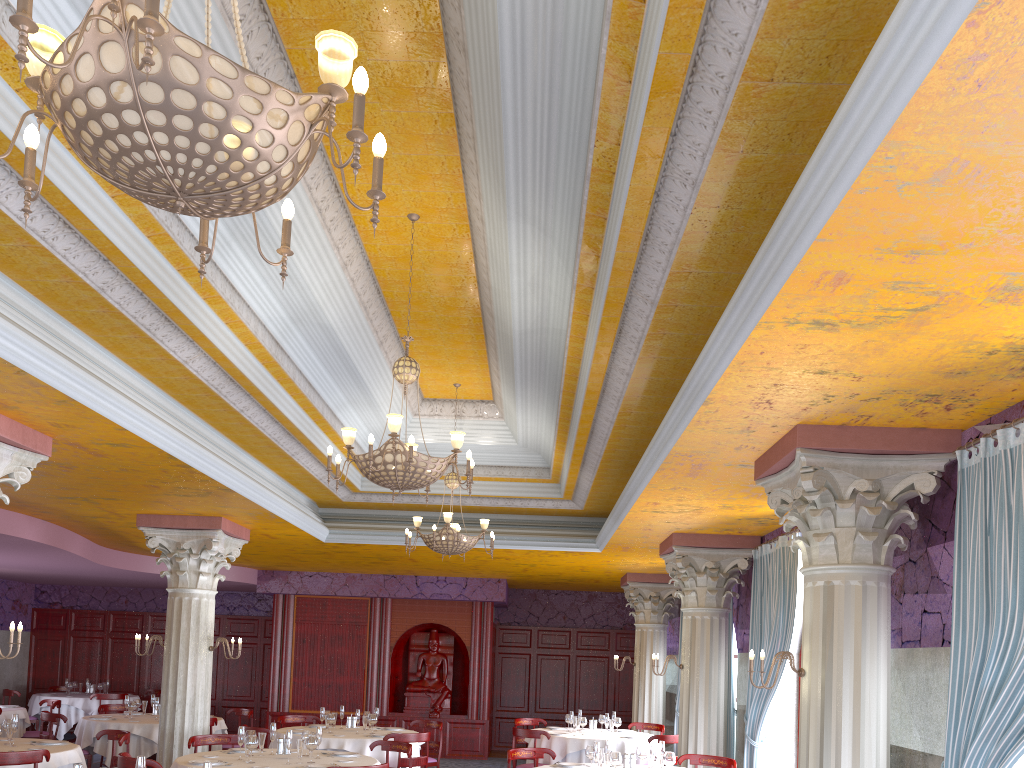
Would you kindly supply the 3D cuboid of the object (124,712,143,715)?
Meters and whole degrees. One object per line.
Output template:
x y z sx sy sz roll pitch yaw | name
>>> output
-5.912 5.164 13.422 0.313 0.023 0.328 2 -18 1 | object

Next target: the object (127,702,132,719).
-5.622 4.812 12.618 0.086 0.232 0.087 4 -5 -18 | object

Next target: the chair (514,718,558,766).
0.371 6.034 14.007 0.764 1.064 0.653 10 -10 -43 | chair

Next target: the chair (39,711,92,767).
-6.274 5.137 12.003 0.659 1.064 0.757 9 -10 -43 | chair

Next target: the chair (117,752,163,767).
-3.223 3.878 7.709 0.659 1.064 0.757 9 -10 -43 | chair

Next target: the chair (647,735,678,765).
2.069 5.533 12.241 0.764 1.064 0.653 10 -10 -43 | chair

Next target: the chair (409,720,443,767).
-1.397 5.553 12.716 0.659 1.064 0.757 9 -10 -43 | chair

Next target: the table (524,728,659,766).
1.216 5.835 13.125 2.078 0.926 2.188 2 -15 2 | table

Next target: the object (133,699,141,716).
-5.729 4.936 13.059 0.122 0.258 0.125 1 -6 15 | object

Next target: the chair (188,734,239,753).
-3.190 4.434 9.439 0.764 1.064 0.653 10 -10 -43 | chair

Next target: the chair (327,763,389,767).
-1.492 3.933 7.673 0.764 1.064 0.653 10 -10 -43 | chair

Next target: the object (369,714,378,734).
-1.903 4.653 11.718 0.122 0.258 0.125 3 -6 -7 | object

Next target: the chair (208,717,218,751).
-4.543 5.192 11.967 0.764 1.064 0.653 10 -10 -43 | chair

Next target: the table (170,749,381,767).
-2.346 4.235 8.556 2.078 0.926 2.188 2 -15 2 | table

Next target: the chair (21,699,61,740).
-7.836 5.762 14.138 0.659 1.064 0.757 9 -10 -43 | chair

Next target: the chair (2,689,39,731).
-9.735 6.584 16.932 0.659 1.064 0.757 9 -10 -43 | chair

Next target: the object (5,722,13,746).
-5.206 3.630 8.880 0.086 0.232 0.087 4 -5 -18 | object

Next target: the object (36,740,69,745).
-4.909 3.833 9.147 0.313 0.023 0.328 2 -18 1 | object

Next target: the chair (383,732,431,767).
-1.430 4.997 10.987 0.764 1.064 0.653 10 -10 -43 | chair

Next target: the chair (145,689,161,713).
-7.972 7.194 18.626 0.659 1.064 0.757 9 -10 -43 | chair

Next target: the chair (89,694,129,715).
-8.004 6.639 16.896 0.764 1.064 0.653 10 -10 -43 | chair

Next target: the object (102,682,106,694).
-8.654 6.460 18.163 0.123 0.258 0.125 -2 -7 38 | object

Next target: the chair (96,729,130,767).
-4.591 4.380 9.439 0.659 1.064 0.757 9 -10 -43 | chair

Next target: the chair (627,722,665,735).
2.102 6.089 13.971 0.659 1.064 0.757 9 -10 -43 | chair

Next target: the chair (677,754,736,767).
2.011 4.554 9.193 0.659 1.064 0.757 9 -10 -43 | chair

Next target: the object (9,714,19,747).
-5.109 3.558 8.795 0.074 0.328 0.075 -1 -5 38 | object

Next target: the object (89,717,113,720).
-5.927 4.817 12.340 0.313 0.023 0.328 2 -18 1 | object

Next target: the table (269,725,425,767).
-2.283 5.299 11.870 2.078 0.926 2.188 2 -15 2 | table

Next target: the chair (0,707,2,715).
-7.868 5.206 12.409 0.764 1.064 0.653 10 -10 -43 | chair

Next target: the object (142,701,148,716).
-5.634 4.975 13.126 0.086 0.232 0.087 4 -5 -18 | object

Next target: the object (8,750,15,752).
-4.798 3.547 8.234 0.056 0.019 0.263 14 -21 -36 | object

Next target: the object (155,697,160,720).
-5.198 4.754 12.537 0.074 0.328 0.075 -1 -5 38 | object

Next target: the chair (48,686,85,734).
-9.702 7.140 18.662 0.764 1.064 0.653 10 -10 -43 | chair

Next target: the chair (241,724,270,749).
-3.161 4.942 11.023 0.659 1.064 0.757 9 -10 -43 | chair

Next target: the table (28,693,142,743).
-8.858 6.941 17.779 2.078 0.926 2.188 2 -15 2 | table

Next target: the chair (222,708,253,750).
-4.511 5.747 13.697 0.659 1.064 0.757 9 -10 -43 | chair

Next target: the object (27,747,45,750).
-4.807 3.685 8.651 0.159 0.009 0.166 -5 -19 20 | object

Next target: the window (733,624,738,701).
3.520 4.313 13.066 0.160 2.465 3.722 2 -13 2 | window

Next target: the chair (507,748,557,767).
0.281 4.499 9.229 0.764 1.064 0.653 10 -10 -43 | chair

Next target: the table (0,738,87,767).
-5.478 4.127 8.592 2.078 0.926 2.188 2 -15 2 | table

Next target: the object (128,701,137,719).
-5.553 4.771 12.523 0.122 0.258 0.125 1 -6 15 | object

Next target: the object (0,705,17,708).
-8.154 5.214 13.847 0.313 0.023 0.328 2 -18 1 | object

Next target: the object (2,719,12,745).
-5.274 3.645 8.976 0.122 0.258 0.125 1 -6 15 | object

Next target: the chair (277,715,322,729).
-3.128 5.498 12.752 0.764 1.064 0.653 10 -10 -43 | chair

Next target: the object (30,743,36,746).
-5.029 3.783 8.985 0.030 0.010 0.142 15 -22 -38 | object

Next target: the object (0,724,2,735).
-5.098 3.480 8.440 0.122 0.258 0.125 1 -6 15 | object

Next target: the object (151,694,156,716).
-5.546 4.960 13.224 0.074 0.328 0.075 -1 -5 38 | object

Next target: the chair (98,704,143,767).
-6.241 5.693 13.733 0.764 1.064 0.653 10 -10 -43 | chair

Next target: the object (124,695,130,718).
-5.715 4.789 12.707 0.074 0.328 0.075 -1 -5 38 | object

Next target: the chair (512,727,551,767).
0.338 5.478 12.277 0.659 1.064 0.757 9 -10 -43 | chair

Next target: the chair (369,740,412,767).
-1.460 4.488 9.403 0.659 1.064 0.757 9 -10 -43 | chair

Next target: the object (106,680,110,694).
-8.490 6.373 17.983 0.074 0.328 0.075 3 -4 -7 | object

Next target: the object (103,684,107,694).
-8.587 6.445 18.067 0.086 0.232 0.087 4 -5 -18 | object

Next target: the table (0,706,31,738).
-8.722 5.508 13.292 2.078 0.926 2.188 2 -15 2 | table

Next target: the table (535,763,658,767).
1.125 4.301 8.346 2.078 0.926 2.188 2 -15 2 | table

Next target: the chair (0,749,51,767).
-4.624 3.824 7.709 0.764 1.064 0.653 10 -10 -43 | chair

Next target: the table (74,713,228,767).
-5.397 5.494 12.850 2.078 0.926 2.188 2 -15 2 | table

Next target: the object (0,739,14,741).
-5.502 3.869 9.307 0.160 0.009 0.165 8 -19 -18 | object
